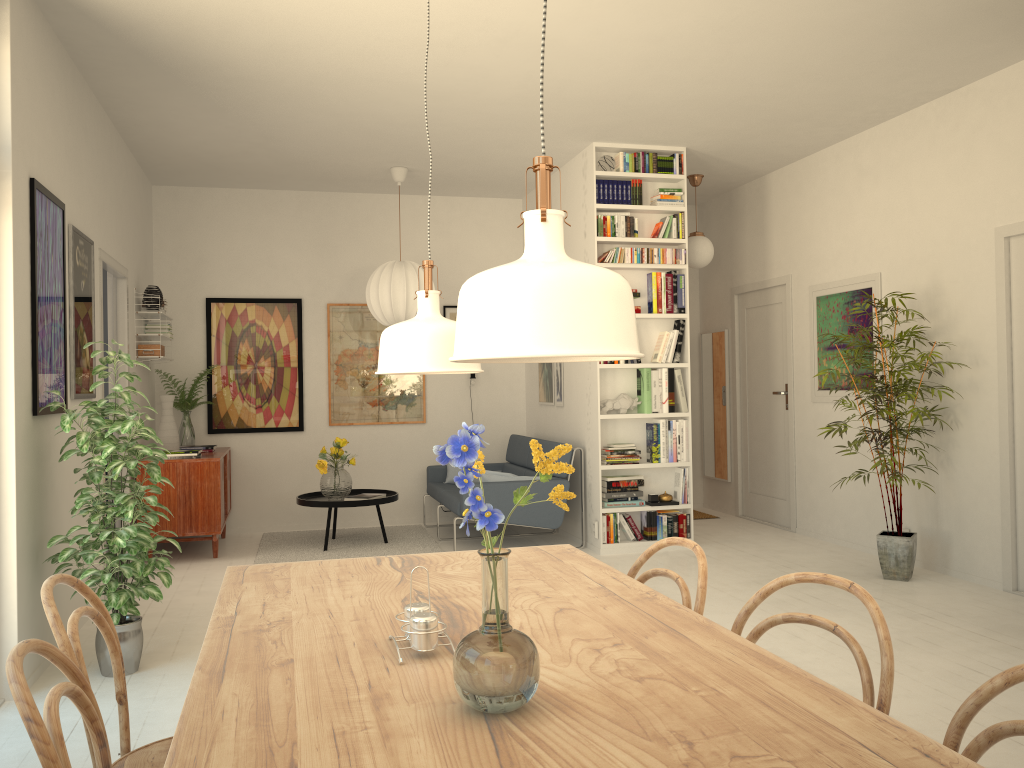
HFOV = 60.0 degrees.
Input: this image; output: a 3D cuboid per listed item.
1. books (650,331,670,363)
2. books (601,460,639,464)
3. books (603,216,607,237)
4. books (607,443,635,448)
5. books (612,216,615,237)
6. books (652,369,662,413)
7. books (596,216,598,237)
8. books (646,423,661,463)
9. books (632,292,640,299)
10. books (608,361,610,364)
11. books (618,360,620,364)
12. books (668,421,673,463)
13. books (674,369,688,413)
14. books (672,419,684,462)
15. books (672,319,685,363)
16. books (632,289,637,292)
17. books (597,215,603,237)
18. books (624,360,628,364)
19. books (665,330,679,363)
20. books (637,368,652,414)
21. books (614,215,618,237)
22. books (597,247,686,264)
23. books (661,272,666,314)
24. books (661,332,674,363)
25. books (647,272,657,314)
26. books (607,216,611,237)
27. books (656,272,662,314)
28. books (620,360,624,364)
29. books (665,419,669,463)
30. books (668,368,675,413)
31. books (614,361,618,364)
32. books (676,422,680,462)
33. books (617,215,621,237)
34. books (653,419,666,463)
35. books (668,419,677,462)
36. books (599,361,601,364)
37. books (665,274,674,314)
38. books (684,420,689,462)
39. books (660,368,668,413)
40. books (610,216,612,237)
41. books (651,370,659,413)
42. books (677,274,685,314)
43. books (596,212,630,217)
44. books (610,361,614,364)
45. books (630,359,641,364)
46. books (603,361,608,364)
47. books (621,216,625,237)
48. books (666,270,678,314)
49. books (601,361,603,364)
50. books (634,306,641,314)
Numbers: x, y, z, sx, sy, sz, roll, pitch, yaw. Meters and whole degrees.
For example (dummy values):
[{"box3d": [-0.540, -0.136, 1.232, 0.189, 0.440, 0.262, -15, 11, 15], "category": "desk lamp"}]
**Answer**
[{"box3d": [1.075, -0.264, 6.442, 0.115, 0.232, 0.133, -1, 0, -14], "category": "books"}, {"box3d": [0.760, 0.554, 6.352, 0.247, 0.014, 0.173, -1, 0, -15], "category": "books"}, {"box3d": [0.634, -1.110, 6.360, 0.030, 0.149, 0.202, -1, 0, -14], "category": "books"}, {"box3d": [0.777, 0.439, 6.358, 0.166, 0.019, 0.127, -1, 0, -21], "category": "books"}, {"box3d": [0.694, -1.115, 6.387, 0.024, 0.155, 0.188, -1, 0, -14], "category": "books"}, {"box3d": [1.038, 0.051, 6.473, 0.023, 0.321, 0.235, -1, 0, -14], "category": "books"}, {"box3d": [0.572, -1.112, 6.366, 0.019, 0.156, 0.205, -1, 0, -14], "category": "books"}, {"box3d": [1.011, 0.426, 6.442, 0.057, 0.284, 0.200, -1, 0, -14], "category": "books"}, {"box3d": [0.742, -0.634, 6.403, 0.314, 0.035, 0.205, -1, 0, -14], "category": "books"}, {"box3d": [0.659, -0.298, 6.358, 0.021, 0.317, 0.179, -1, 0, -14], "category": "books"}, {"box3d": [0.729, -0.290, 6.385, 0.020, 0.304, 0.193, -1, 0, -14], "category": "books"}, {"box3d": [1.125, 0.417, 6.444, 0.035, 0.304, 0.150, -1, -1, -14], "category": "books"}, {"box3d": [1.194, 0.051, 6.501, 0.099, 0.316, 0.229, -1, 0, -14], "category": "books"}, {"box3d": [1.204, 0.411, 6.472, 0.037, 0.308, 0.161, -1, 0, -14], "category": "books"}, {"box3d": [1.195, -0.308, 6.497, 0.092, 0.319, 0.179, -1, 0, -14], "category": "books"}, {"box3d": [0.735, -0.663, 6.394, 0.266, 0.026, 0.203, -1, 0, -25], "category": "books"}, {"box3d": [0.604, -1.114, 6.350, 0.034, 0.162, 0.197, -1, 0, -14], "category": "books"}, {"box3d": [0.792, -0.294, 6.379, 0.033, 0.306, 0.150, -1, -1, -14], "category": "books"}, {"box3d": [1.144, -0.269, 6.491, 0.092, 0.244, 0.196, -1, 0, -14], "category": "books"}, {"box3d": [0.941, 0.050, 6.426, 0.056, 0.328, 0.228, -1, 0, -14], "category": "books"}, {"box3d": [0.716, -1.114, 6.376, 0.012, 0.155, 0.208, -1, 0, -14], "category": "books"}, {"box3d": [0.898, -0.911, 6.437, 0.664, 0.110, 0.278, -1, 0, -14], "category": "books"}, {"box3d": [1.072, -0.653, 6.478, 0.029, 0.301, 0.185, -1, 0, -14], "category": "books"}, {"box3d": [1.107, -0.262, 6.458, 0.105, 0.225, 0.138, -1, 0, -14], "category": "books"}, {"box3d": [1.003, -0.655, 6.471, 0.032, 0.300, 0.200, -1, 0, -14], "category": "books"}, {"box3d": [0.662, -1.113, 6.362, 0.023, 0.152, 0.199, -1, 0, -14], "category": "books"}, {"box3d": [1.039, -0.653, 6.474, 0.039, 0.302, 0.199, -1, 0, -14], "category": "books"}, {"box3d": [0.758, -0.286, 6.378, 0.032, 0.291, 0.189, -1, 0, -14], "category": "books"}, {"box3d": [1.084, 0.411, 6.476, 0.027, 0.311, 0.228, -1, 0, -14], "category": "books"}, {"box3d": [1.120, 0.046, 6.475, 0.056, 0.327, 0.202, -1, 0, -14], "category": "books"}, {"box3d": [0.712, -0.269, 6.363, 0.024, 0.260, 0.199, -1, 0, -14], "category": "books"}, {"box3d": [1.172, 0.419, 6.475, 0.022, 0.291, 0.208, -1, 0, -14], "category": "books"}, {"box3d": [0.732, -1.116, 6.397, 0.028, 0.159, 0.222, -1, 0, -14], "category": "books"}, {"box3d": [1.054, 0.411, 6.465, 0.037, 0.312, 0.241, -1, 0, -14], "category": "books"}, {"box3d": [1.146, 0.412, 6.482, 0.025, 0.305, 0.213, -1, 0, -14], "category": "books"}, {"box3d": [0.589, -0.289, 6.354, 0.021, 0.301, 0.222, -1, 0, -14], "category": "books"}, {"box3d": [1.116, -0.649, 6.482, 0.059, 0.291, 0.182, -1, 0, -14], "category": "books"}, {"box3d": [1.232, 0.412, 6.511, 0.039, 0.303, 0.229, -1, 0, -14], "category": "books"}, {"box3d": [1.072, 0.049, 6.468, 0.037, 0.324, 0.240, -1, 0, -14], "category": "books"}, {"box3d": [0.676, -1.112, 6.381, 0.013, 0.149, 0.208, -1, 0, -14], "category": "books"}, {"box3d": [1.000, 0.060, 6.445, 0.065, 0.311, 0.199, -1, 0, -14], "category": "books"}, {"box3d": [1.207, -0.649, 6.504, 0.054, 0.289, 0.179, -1, 0, -14], "category": "books"}, {"box3d": [0.704, -1.206, 6.389, 0.255, 0.022, 0.189, -1, 0, -4], "category": "books"}, {"box3d": [0.684, -0.284, 6.363, 0.030, 0.289, 0.200, -1, 0, -14], "category": "books"}, {"box3d": [0.852, -0.286, 6.406, 0.093, 0.288, 0.200, -1, 0, -14], "category": "books"}, {"box3d": [0.634, -0.284, 6.352, 0.032, 0.291, 0.203, -1, 0, -14], "category": "books"}, {"box3d": [0.765, -1.115, 6.398, 0.035, 0.158, 0.199, -1, 0, -14], "category": "books"}, {"box3d": [1.161, -0.662, 6.494, 0.039, 0.317, 0.161, -1, 0, -14], "category": "books"}, {"box3d": [0.608, -0.289, 6.353, 0.015, 0.301, 0.207, -1, 0, -14], "category": "books"}, {"box3d": [0.749, -0.524, 6.381, 0.301, 0.056, 0.202, -1, 0, -14], "category": "books"}]
